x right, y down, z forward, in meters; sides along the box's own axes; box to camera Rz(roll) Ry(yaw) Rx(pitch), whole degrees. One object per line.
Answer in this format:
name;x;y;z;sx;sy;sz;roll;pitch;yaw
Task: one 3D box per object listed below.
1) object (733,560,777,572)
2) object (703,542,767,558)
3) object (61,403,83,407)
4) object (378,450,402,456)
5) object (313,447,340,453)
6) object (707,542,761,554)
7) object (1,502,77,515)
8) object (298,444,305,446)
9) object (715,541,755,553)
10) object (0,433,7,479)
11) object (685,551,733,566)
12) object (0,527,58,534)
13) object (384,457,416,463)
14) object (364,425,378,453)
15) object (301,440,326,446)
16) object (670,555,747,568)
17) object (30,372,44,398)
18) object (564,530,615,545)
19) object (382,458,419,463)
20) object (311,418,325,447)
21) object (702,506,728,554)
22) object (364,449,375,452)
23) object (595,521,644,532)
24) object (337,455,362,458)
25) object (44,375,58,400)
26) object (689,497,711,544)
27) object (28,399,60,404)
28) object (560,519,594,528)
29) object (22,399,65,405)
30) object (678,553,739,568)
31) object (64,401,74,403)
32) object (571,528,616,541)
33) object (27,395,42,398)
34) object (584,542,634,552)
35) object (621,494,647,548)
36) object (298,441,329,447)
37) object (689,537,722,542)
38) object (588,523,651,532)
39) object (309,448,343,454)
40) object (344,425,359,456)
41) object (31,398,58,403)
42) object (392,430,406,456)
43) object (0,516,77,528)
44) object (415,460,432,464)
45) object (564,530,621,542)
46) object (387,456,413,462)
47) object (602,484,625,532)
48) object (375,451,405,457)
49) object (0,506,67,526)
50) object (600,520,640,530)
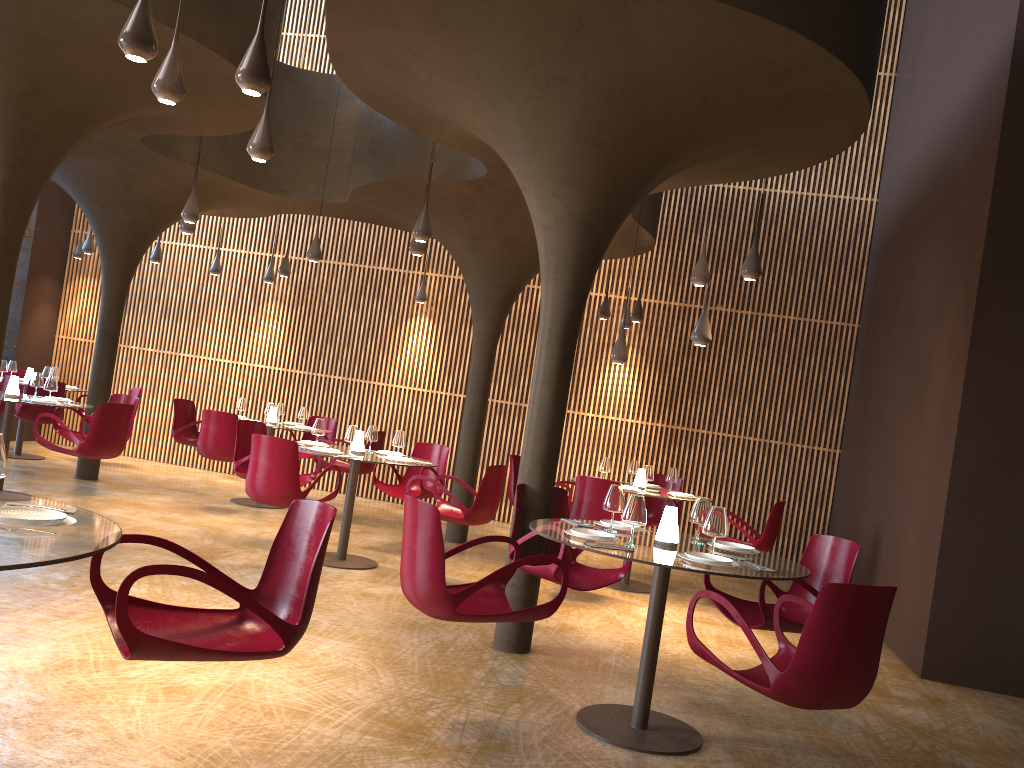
object;1.352;1.021;4.969;0.126;0.017;0.261;9;-2;-25
object;1.403;1.042;5.603;0.204;0.012;0.410;9;-2;-24
object;-4.950;0.234;9.949;0.261;0.017;0.127;7;-2;32
object;-1.317;0.749;9.587;0.263;0.029;0.263;8;-2;13
object;-1.810;0.645;8.635;0.262;0.029;0.263;8;-2;30
object;1.401;1.041;5.607;0.331;0.014;0.332;8;-2;29
object;-1.871;0.494;3.513;0.262;0.017;0.126;9;-2;-23
object;-2.245;0.611;9.066;0.261;0.017;0.127;8;-2;28
object;1.402;1.031;5.607;0.263;0.029;0.263;9;-2;-29
object;-1.966;0.328;3.306;0.141;0.295;0.142;8;-1;43
object;1.077;0.960;4.855;0.263;0.029;0.263;9;-2;-3
object;-1.766;0.495;3.225;0.205;0.012;0.410;9;-2;-27
object;-1.128;0.766;8.931;0.331;0.014;0.332;7;-2;45
object;-1.507;0.589;9.487;0.141;0.295;0.142;8;-1;44
object;-2.087;0.626;9.325;0.263;0.029;0.263;8;-2;19
object;1.072;0.970;4.853;0.411;0.012;0.204;10;-2;-30
object;-5.500;0.016;10.259;0.142;0.295;0.142;9;-1;-1
object;0.465;0.889;5.158;0.204;0.012;0.410;9;-2;-20
object;-1.130;0.767;8.927;0.204;0.012;0.411;8;-2;28
object;-1.990;0.504;9.106;0.142;0.295;0.141;9;-1;-40
object;1.163;0.851;5.079;0.142;0.295;0.142;9;-1;-4
object;-1.590;0.729;9.717;0.126;0.017;0.262;8;-2;22
object;0.710;0.946;5.865;0.332;0.014;0.332;9;-2;-5
object;-1.553;0.696;8.484;0.126;0.017;0.262;8;-2;26
object;-5.164;0.056;9.927;0.142;0.295;0.142;9;-1;-14
object;1.208;0.877;5.697;0.141;0.295;0.142;8;-1;24
object;-5.121;0.193;9.702;0.331;0.014;0.332;7;-2;42
object;0.425;0.908;5.772;0.126;0.017;0.261;9;-2;-21
object;-5.123;0.194;9.698;0.204;0.012;0.411;8;-2;28
object;1.076;0.969;4.855;0.332;0.014;0.332;9;-2;-6
object;-5.307;0.187;10.357;0.410;0.012;0.204;8;-2;18
object;0.469;0.878;5.154;0.263;0.029;0.263;10;-2;-32
object;-5.583;0.156;10.489;0.126;0.017;0.262;8;-2;22
object;0.532;0.895;4.859;0.262;0.017;0.126;9;-2;-16
object;0.694;0.780;5.051;0.142;0.295;0.142;8;-1;17
object;-2.088;0.635;9.325;0.331;0.014;0.332;7;-2;38
object;1.315;1.045;5.897;0.262;0.017;0.126;9;-2;-20
object;0.714;0.948;5.867;0.411;0.012;0.204;9;-2;-26
object;-1.812;0.655;8.635;0.332;0.014;0.332;8;-2;1
object;-1.577;0.554;8.720;0.142;0.295;0.142;8;-1;3
object;-5.120;0.184;9.702;0.262;0.029;0.263;7;-2;35
object;-1.171;0.628;9.156;0.142;0.295;0.142;9;-1;-14
object;-1.768;0.493;3.229;0.331;0.014;0.332;8;-2;16
object;-0.957;0.807;9.178;0.261;0.017;0.127;7;-2;32
object;0.468;0.887;5.154;0.332;0.014;0.332;9;-2;-3
object;-1.127;0.757;8.931;0.263;0.029;0.263;8;-2;19
object;0.648;0.791;5.648;0.142;0.295;0.141;9;-1;-45
object;-1.319;0.758;9.587;0.332;0.014;0.332;9;-2;-6
object;-1.767;0.484;3.229;0.263;0.029;0.263;8;-2;9
object;0.712;0.936;5.865;0.262;0.029;0.263;7;-2;40
